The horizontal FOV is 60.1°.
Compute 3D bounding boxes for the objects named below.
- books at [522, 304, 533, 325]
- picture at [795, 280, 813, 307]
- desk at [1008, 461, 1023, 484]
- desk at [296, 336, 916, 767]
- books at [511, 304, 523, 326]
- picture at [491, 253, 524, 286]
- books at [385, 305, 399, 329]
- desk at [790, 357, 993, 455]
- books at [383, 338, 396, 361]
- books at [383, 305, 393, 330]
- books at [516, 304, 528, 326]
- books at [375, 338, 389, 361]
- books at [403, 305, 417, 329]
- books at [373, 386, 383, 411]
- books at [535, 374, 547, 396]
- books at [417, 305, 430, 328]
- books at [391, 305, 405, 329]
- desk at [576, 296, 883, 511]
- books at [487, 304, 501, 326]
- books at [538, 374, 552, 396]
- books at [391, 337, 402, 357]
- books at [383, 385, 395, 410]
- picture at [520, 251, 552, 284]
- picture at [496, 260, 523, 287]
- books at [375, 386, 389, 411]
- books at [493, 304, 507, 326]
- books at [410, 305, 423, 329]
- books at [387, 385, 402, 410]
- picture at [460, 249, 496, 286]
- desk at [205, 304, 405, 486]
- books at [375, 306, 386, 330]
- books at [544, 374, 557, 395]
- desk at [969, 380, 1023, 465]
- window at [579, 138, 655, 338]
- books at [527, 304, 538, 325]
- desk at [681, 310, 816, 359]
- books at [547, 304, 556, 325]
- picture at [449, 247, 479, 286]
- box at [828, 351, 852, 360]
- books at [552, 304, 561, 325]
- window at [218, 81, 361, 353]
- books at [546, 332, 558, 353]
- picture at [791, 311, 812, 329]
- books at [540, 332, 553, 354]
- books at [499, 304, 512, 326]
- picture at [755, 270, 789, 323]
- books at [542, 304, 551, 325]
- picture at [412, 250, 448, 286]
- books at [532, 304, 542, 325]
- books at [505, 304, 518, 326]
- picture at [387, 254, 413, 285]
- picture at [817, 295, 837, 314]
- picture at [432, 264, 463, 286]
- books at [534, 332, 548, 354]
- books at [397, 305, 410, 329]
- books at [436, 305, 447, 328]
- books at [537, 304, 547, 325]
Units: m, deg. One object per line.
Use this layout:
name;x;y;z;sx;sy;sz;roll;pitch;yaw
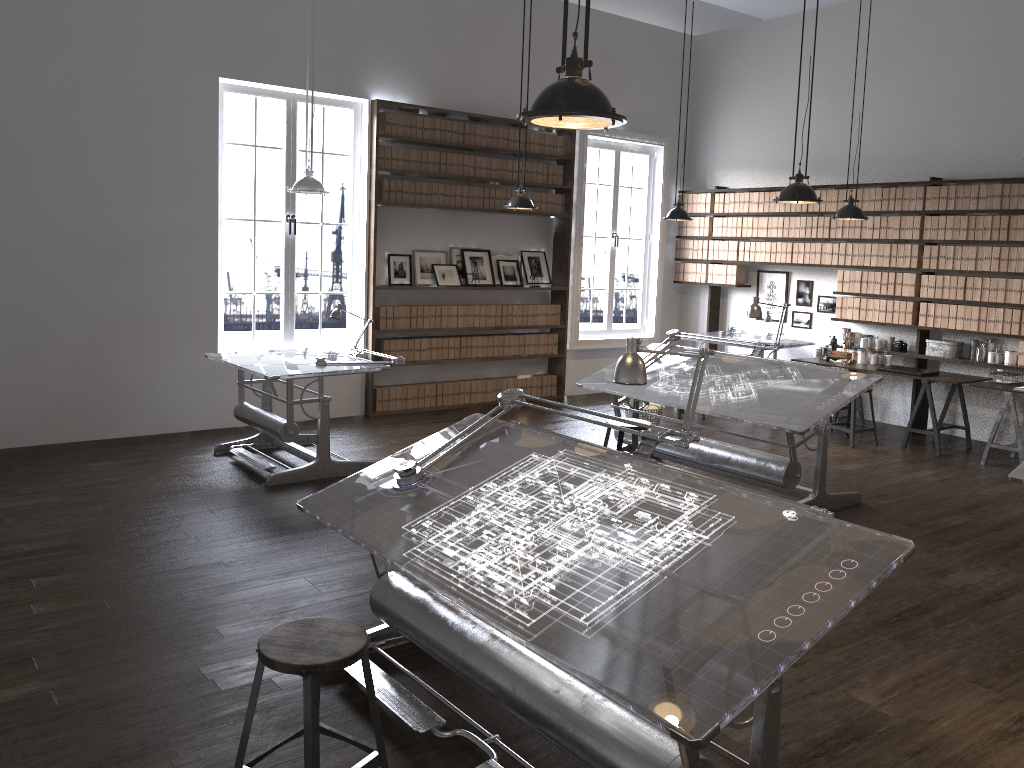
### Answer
books;0.150;-0.764;9.776;0.067;0.224;0.175;-2;8;-37
picture;3.215;-0.997;9.732;0.022;0.283;0.202;-2;8;-38
desk;3.521;0.506;3.916;1.078;1.379;2.079;-3;9;-37
desk;0.194;0.519;3.018;1.078;1.379;2.079;-3;9;-37
books;0.037;-0.756;9.697;0.067;0.224;0.175;-2;8;-37
picture;-0.057;-1.243;9.652;0.434;0.359;0.095;-4;8;-37
books;-1.187;-0.658;8.755;0.067;0.224;0.175;-2;8;-37
desk;3.546;0.181;8.453;0.656;0.666;1.676;-3;10;-37
books;-1.223;-0.337;8.769;0.067;0.224;0.175;-2;8;-37
books;-1.244;-0.653;8.711;0.067;0.224;0.175;-2;8;-37
books;0.093;-0.760;9.740;0.067;0.224;0.175;-2;8;-37
books;-1.280;-0.333;8.725;0.067;0.224;0.175;-2;8;-37
books;-1.026;-0.671;8.879;0.067;0.224;0.175;-2;8;-37
books;-1.351;0.147;8.742;0.067;0.224;0.175;-2;8;-37
books;0.312;0.016;10.004;0.067;0.224;0.175;-2;8;-37
books;-0.911;-0.680;8.968;0.067;0.224;0.175;-2;8;-37
books;-1.139;-0.662;8.797;0.067;0.224;0.175;-2;8;-37
desk;1.489;0.027;6.560;1.078;1.379;2.291;-3;9;-37
books;-0.195;-0.737;9.521;0.067;0.224;0.175;-2;8;-37
books;0.368;0.011;10.053;0.067;0.224;0.175;-2;8;-37
books;-1.167;-0.342;8.815;0.067;0.224;0.175;-2;8;-37
books;-1.236;0.139;8.822;0.067;0.224;0.175;-2;8;-37
picture;0.268;-1.297;9.859;0.343;0.362;0.161;-3;8;-37
picture;-0.024;-1.204;9.630;0.290;0.289;0.127;-3;8;-37
books;-1.294;0.143;8.783;0.067;0.224;0.175;-2;8;-37
books;-0.132;-0.741;9.561;0.067;0.224;0.175;-2;8;-37
books;-0.970;-0.676;8.929;0.067;0.224;0.175;-2;8;-37
books;-1.180;0.134;8.868;0.067;0.224;0.175;-2;8;-37
picture;-0.355;-1.226;9.360;0.374;0.389;0.149;-3;8;-37
desk;-1.520;-0.003;6.671;1.173;1.183;1.275;-3;9;-37
books;-1.304;-0.649;8.670;0.067;0.224;0.175;-2;8;-37
books;0.430;0.007;10.097;0.067;0.224;0.175;-2;8;-37
desk;4.615;0.433;7.061;0.656;0.666;1.676;-3;10;-37
window;1.185;-1.675;10.426;1.246;2.297;0.154;-3;8;-37
books;0.201;-0.768;9.820;0.067;0.224;0.175;-2;8;-37
desk;2.539;-0.267;9.701;1.072;1.092;1.275;-3;9;-37
books;0.413;-0.786;9.986;0.067;0.224;0.175;-2;8;-37
picture;-0.486;-1.233;9.325;0.370;0.404;0.091;-3;8;-37
box;3.310;-0.281;8.919;0.138;0.083;0.213;-4;10;-37
books;0.469;-0.789;10.020;0.067;0.224;0.175;-2;8;-37
window;-2.037;-1.435;8.117;1.484;2.484;0.154;-3;8;-37
books;0.440;-0.469;10.041;0.067;0.224;0.175;-2;8;-37
picture;3.198;-0.708;9.769;0.023;0.182;0.252;-2;9;-37
books;0.382;-0.465;10.001;0.067;0.224;0.175;-2;8;-37
books;-0.076;-0.747;9.611;0.067;0.224;0.175;-2;8;-37
picture;2.952;-0.999;10.061;0.040;0.572;0.417;-2;8;-37
books;0.359;-0.781;9.942;0.067;0.224;0.175;-2;8;-37
picture;-0.826;-1.185;9.063;0.416;0.363;0.083;-4;8;-37
books;0.252;-0.772;9.857;0.067;0.224;0.175;-2;8;-37
books;-0.017;-0.751;9.651;0.067;0.224;0.175;-2;8;-37
picture;-1.120;-1.141;8.865;0.267;0.313;0.058;-3;8;-37
picture;3.391;-0.853;9.506;0.023;0.182;0.252;-2;9;-37
picture;-0.665;-1.114;9.100;0.300;0.228;0.145;-4;9;-37
books;0.325;-0.461;9.958;0.067;0.224;0.175;-2;8;-37
books;-1.089;-0.667;8.838;0.067;0.224;0.175;-2;8;-37
books;-0.744;-0.693;9.094;0.067;0.224;0.175;-2;8;-37
books;0.306;-0.776;9.896;0.067;0.224;0.175;-2;8;-37
